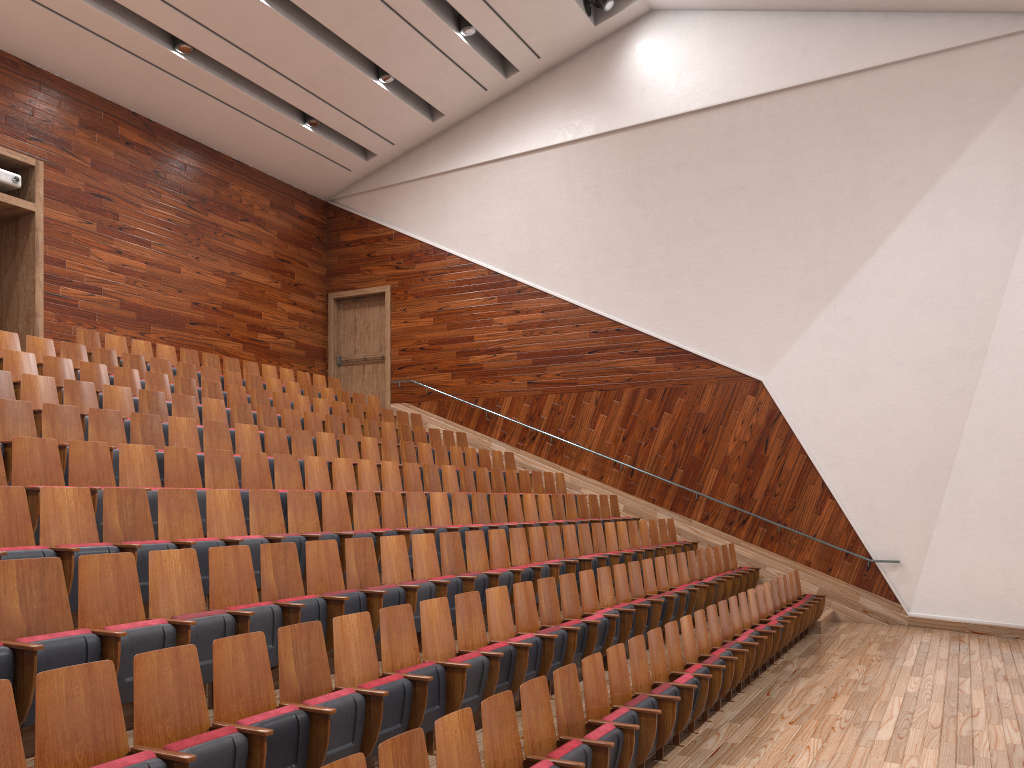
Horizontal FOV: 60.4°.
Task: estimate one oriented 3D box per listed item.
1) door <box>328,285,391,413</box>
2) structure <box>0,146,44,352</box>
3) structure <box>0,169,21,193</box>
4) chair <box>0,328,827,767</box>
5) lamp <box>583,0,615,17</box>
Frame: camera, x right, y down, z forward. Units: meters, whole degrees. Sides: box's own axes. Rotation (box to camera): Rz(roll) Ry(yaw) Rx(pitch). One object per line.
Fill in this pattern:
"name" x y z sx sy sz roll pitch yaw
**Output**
"door" -0.276 -0.053 1.624 0.140 0.239 0.024 -1 -1 27
"structure" -0.617 -0.185 0.968 0.144 0.328 0.117 -1 -1 27
"structure" -0.561 -0.231 0.954 0.041 0.031 0.038 -2 -5 27
"chair" -0.214 0.086 0.761 0.772 0.370 1.191 -3 -8 27
"lamp" 0.129 -0.559 1.285 0.045 0.031 0.031 -3 -4 27
